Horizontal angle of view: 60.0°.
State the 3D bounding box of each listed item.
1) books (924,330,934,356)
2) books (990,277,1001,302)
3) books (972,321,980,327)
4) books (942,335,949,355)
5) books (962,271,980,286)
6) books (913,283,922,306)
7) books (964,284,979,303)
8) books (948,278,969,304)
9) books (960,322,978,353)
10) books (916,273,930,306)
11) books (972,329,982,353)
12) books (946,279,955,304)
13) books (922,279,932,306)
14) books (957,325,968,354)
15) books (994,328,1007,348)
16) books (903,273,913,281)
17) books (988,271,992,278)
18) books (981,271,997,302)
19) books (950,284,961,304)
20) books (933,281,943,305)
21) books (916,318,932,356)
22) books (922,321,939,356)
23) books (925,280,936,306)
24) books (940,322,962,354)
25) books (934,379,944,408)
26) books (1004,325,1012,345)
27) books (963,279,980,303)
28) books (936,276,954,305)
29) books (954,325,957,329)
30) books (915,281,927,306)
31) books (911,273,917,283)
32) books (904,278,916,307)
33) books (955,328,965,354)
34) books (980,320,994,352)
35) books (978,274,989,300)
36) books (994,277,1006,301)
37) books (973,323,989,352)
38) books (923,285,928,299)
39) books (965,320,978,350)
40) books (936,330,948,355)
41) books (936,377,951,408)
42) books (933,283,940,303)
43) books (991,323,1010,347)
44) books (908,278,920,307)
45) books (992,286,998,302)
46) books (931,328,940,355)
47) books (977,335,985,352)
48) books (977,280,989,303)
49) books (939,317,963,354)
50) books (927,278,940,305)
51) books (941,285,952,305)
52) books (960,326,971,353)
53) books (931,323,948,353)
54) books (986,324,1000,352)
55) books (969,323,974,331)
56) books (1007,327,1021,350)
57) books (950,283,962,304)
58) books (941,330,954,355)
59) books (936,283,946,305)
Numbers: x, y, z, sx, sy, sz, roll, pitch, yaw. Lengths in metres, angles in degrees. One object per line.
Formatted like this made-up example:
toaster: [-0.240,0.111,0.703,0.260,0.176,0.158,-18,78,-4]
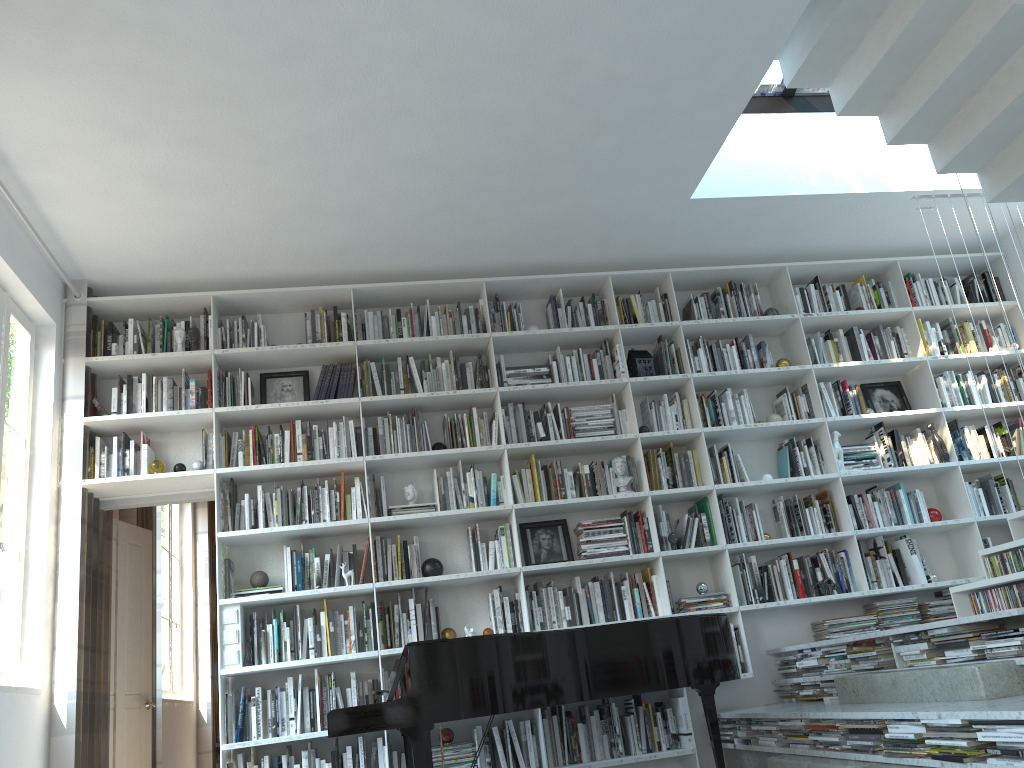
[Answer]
books: [2.836,-0.243,6.134,0.024,0.204,0.166,-4,-19,-10]
books: [3.477,-0.628,6.461,0.014,0.247,0.185,-4,-19,-10]
books: [3.328,-0.288,6.331,0.011,0.293,0.151,-4,-19,-10]
books: [2.978,-0.232,6.209,0.038,0.198,0.171,-4,-19,-10]
books: [3.377,-0.649,6.462,0.014,0.312,0.162,-4,-19,-10]
books: [2.854,-0.578,6.335,0.022,0.228,0.175,-4,-19,-10]
books: [3.291,-0.593,6.407,0.024,0.192,0.187,-4,-19,-10]
books: [3.236,-0.620,6.437,0.069,0.276,0.132,-4,-19,-10]
books: [3.146,-0.273,6.222,0.042,0.241,0.248,-4,-19,-10]
books: [2.911,-0.616,6.367,0.012,0.305,0.185,-4,-19,-10]
books: [3.246,-0.252,6.276,0.013,0.212,0.187,-4,-19,-10]
books: [3.137,-0.608,6.411,0.015,0.262,0.144,-4,-19,-10]
books: [2.945,-0.601,6.377,0.027,0.274,0.149,-4,-19,-10]
books: [3.109,-0.273,6.202,0.012,0.237,0.166,-4,-19,-10]
books: [3.444,-0.264,6.321,0.023,0.213,0.181,-4,-19,-10]
books: [2.862,-0.620,6.375,0.014,0.330,0.143,-4,-19,-10]
books: [3.509,-0.658,6.495,0.014,0.317,0.144,-4,-19,-10]
books: [3.429,-0.649,6.442,0.014,0.285,0.190,-4,-19,-10]
books: [3.176,-0.588,6.406,0.057,0.211,0.163,-4,-19,-10]
books: [3.033,-0.593,6.392,0.027,0.249,0.155,-4,-19,-10]
books: [2.813,-0.284,6.144,0.010,0.293,0.183,-4,-19,-10]
books: [2.858,-0.275,6.140,0.026,0.262,0.190,-4,-19,-10]
books: [2.970,-0.596,6.374,0.022,0.258,0.164,-4,-19,-10]
books: [3.037,-0.280,6.178,0.023,0.253,0.190,-4,-19,-10]
books: [2.899,0.109,6.117,0.026,0.249,0.161,-4,-19,-10]
books: [3.522,-0.282,6.350,0.040,0.245,0.160,-4,-19,-10]
books: [3.330,-0.615,6.439,0.068,0.246,0.161,-4,-19,-10]
books: [3.122,-0.616,6.416,0.012,0.284,0.160,-4,-19,-10]
books: [3.092,-0.274,6.200,0.022,0.241,0.145,-4,-19,-10]
books: [2.887,-0.585,6.351,0.023,0.243,0.183,-4,-19,-10]
books: [2.897,-0.619,6.382,0.012,0.325,0.152,-4,-19,-10]
books: [2.820,-0.600,6.348,0.013,0.285,0.151,-4,-19,-10]
books: [3.078,-0.258,6.185,0.014,0.205,0.184,-4,-19,-10]
books: [3.347,-0.289,6.322,0.023,0.286,0.163,-4,-19,-10]
books: [3.411,-0.640,6.469,0.012,0.291,0.140,-4,-19,-10]
books: [3.499,-0.629,6.450,0.025,0.236,0.188,-4,-19,-10]
books: [3.317,-0.278,6.302,0.022,0.260,0.161,-4,-19,-10]
books: [2.926,-0.592,6.369,0.014,0.259,0.168,-4,-19,-10]
books: [3.227,-0.286,6.299,0.010,0.294,0.166,-4,-19,-10]
books: [2.934,-0.246,6.146,0.024,0.193,0.190,-4,-19,-10]
books: [2.927,0.099,6.095,0.023,0.246,0.182,-4,-19,-10]
books: [3.017,-0.589,6.378,0.011,0.236,0.149,-4,-19,-10]
books: [3.487,-0.285,6.346,0.029,0.257,0.163,-4,-19,-10]
books: [2.836,-0.597,6.335,0.012,0.268,0.185,-4,-19,-10]
books: [3.458,-0.597,6.443,0.036,0.182,0.162,-4,-19,-10]
books: [2.895,-0.255,6.150,0.049,0.223,0.162,-4,-19,-10]
books: [3.291,-0.233,6.302,0.034,0.182,0.157,-4,-19,-10]
books: [3.373,-0.610,6.423,0.012,0.215,0.193,-4,-19,-10]
books: [3.055,-0.300,6.193,0.022,0.295,0.152,-4,-19,-10]
books: [2.995,-0.600,6.380,0.029,0.263,0.179,-4,-19,-10]
books: [3.101,-0.580,6.393,0.026,0.207,0.163,-4,-19,-10]
books: [3.124,-0.270,6.193,0.013,0.221,0.175,-4,-19,-10]
books: [2.950,-0.275,6.176,0.023,0.262,0.159,-4,-19,-10]
books: [3.396,-0.279,6.321,0.070,0.253,0.155,-4,-19,-10]
books: [3.256,-0.277,6.314,0.024,0.280,0.154,-4,-19,-10]
books: [3.551,-0.276,6.333,0.011,0.216,0.170,-4,-19,-10]
books: [3.206,-0.597,6.427,0.010,0.235,0.132,-4,-19,-10]
books: [3.013,-0.252,6.185,0.025,0.211,0.135,-4,-19,-10]
books: [3.061,-0.592,6.387,0.025,0.236,0.144,-4,-19,-10]
